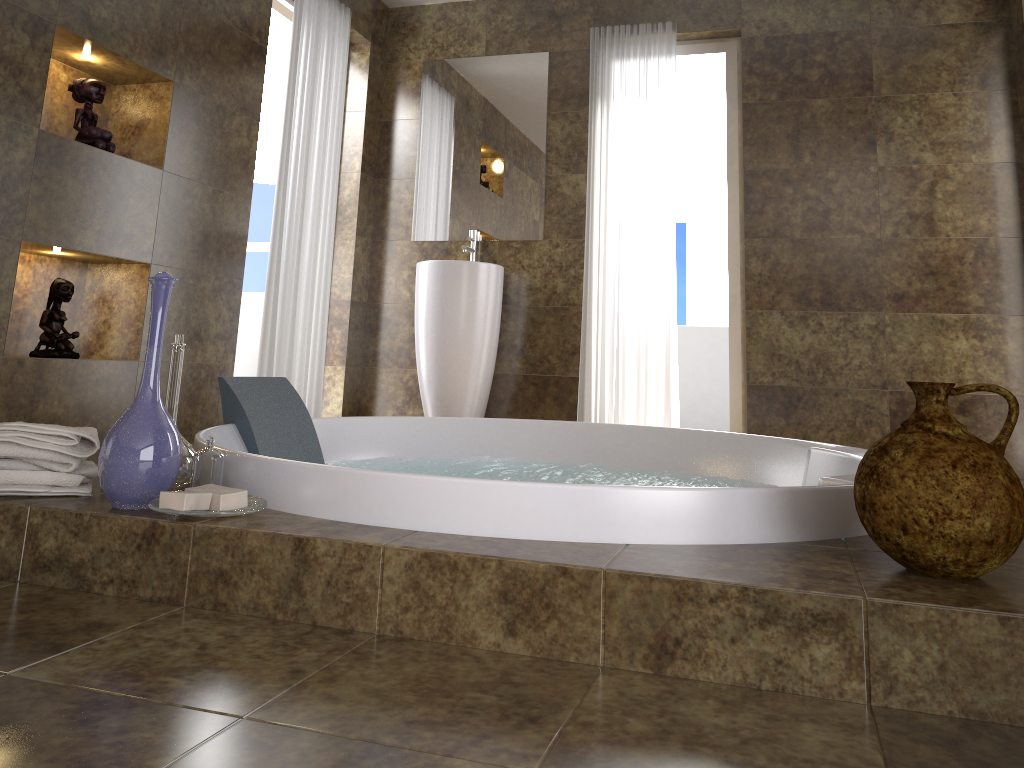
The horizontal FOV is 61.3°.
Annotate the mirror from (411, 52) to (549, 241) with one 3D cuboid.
[{"bbox_3d":[-0.179,-1.342,4.885,0.768,1.123,0.008,0,-12,17],"label":"mirror"}]

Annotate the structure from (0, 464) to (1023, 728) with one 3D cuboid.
[{"bbox_3d":[0.101,0.297,2.209,2.005,0.127,1.960,3,1,17],"label":"structure"}]

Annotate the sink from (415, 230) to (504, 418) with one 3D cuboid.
[{"bbox_3d":[-0.288,-0.272,4.460,0.458,1.169,0.422,-1,-10,20],"label":"sink"}]

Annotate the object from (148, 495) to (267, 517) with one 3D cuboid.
[{"bbox_3d":[-0.518,0.212,1.478,0.190,0.019,0.186,2,1,6],"label":"object"}]

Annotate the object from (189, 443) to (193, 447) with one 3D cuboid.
[{"bbox_3d":[-0.767,0.166,1.820,0.169,0.077,0.166,2,-1,-1],"label":"object"}]

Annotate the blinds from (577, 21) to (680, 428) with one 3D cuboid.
[{"bbox_3d":[0.615,-0.830,4.505,0.519,2.330,0.065,-1,-12,16],"label":"blinds"}]

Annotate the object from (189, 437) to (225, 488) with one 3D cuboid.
[{"bbox_3d":[-0.574,0.158,1.631,0.057,0.119,0.056,6,-10,-20],"label":"object"}]

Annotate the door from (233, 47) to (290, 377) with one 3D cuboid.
[{"bbox_3d":[-1.529,-0.868,4.874,0.962,2.292,0.038,1,-11,7],"label":"door"}]

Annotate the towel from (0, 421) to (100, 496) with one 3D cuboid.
[{"bbox_3d":[-0.976,0.145,1.676,0.318,0.154,0.334,3,-1,-28],"label":"towel"}]

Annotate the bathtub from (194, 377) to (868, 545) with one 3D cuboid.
[{"bbox_3d":[0.099,0.289,2.210,1.725,0.537,1.736,2,0,-42],"label":"bathtub"}]

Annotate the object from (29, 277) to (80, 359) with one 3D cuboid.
[{"bbox_3d":[-1.524,-0.225,2.917,0.152,0.282,0.146,0,-9,17],"label":"object"}]

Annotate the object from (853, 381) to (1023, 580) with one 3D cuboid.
[{"bbox_3d":[0.628,0.134,1.279,0.229,0.283,0.224,4,-7,-11],"label":"object"}]

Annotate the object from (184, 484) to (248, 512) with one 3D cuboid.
[{"bbox_3d":[-0.511,0.196,1.491,0.100,0.033,0.060,2,-2,32],"label":"object"}]

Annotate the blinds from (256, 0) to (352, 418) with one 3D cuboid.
[{"bbox_3d":[-0.991,-0.885,4.232,0.068,2.343,0.579,-1,-11,17],"label":"blinds"}]

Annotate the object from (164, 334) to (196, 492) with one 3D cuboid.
[{"bbox_3d":[-0.669,0.056,1.692,0.130,0.317,0.126,-2,-11,25],"label":"object"}]

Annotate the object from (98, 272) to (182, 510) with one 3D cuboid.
[{"bbox_3d":[-0.653,0.004,1.559,0.136,0.432,0.131,-2,-11,25],"label":"object"}]

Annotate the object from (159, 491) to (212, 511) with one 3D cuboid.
[{"bbox_3d":[-0.539,0.193,1.428,0.053,0.035,0.071,1,-2,18],"label":"object"}]

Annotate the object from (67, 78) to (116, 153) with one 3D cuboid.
[{"bbox_3d":[-1.495,-0.962,3.091,0.174,0.293,0.108,0,-10,17],"label":"object"}]
